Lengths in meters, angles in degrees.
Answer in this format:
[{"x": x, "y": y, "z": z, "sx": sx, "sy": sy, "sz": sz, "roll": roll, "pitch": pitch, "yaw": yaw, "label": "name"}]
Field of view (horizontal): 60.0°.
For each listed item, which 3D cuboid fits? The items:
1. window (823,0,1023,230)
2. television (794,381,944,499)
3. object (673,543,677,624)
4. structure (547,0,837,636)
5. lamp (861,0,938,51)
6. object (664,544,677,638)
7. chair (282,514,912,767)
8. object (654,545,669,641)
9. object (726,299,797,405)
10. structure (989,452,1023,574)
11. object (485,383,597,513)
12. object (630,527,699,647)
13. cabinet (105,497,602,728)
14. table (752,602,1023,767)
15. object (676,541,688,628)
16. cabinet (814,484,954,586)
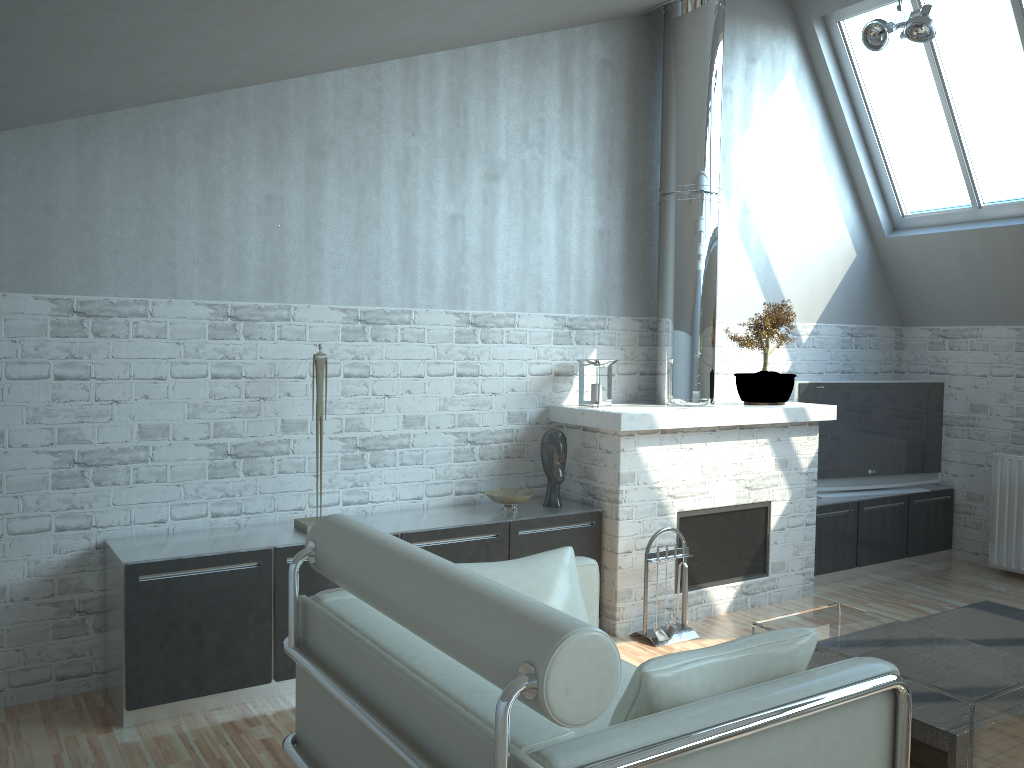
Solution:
[{"x": 6.083, "y": -3.468, "z": 10.216, "sx": 1.897, "sy": 2.787, "sz": 4.651, "roll": -1, "pitch": 3, "yaw": -33, "label": "window"}, {"x": 4.788, "y": 0.711, "z": 12.029, "sx": 2.577, "sy": 1.514, "sz": 0.592, "roll": 0, "pitch": 3, "yaw": -23, "label": "television"}, {"x": 1.645, "y": 2.031, "z": 8.972, "sx": 0.025, "sy": 0.855, "sz": 0.025, "roll": 0, "pitch": 3, "yaw": -10, "label": "object"}, {"x": 2.132, "y": -1.056, "z": 10.108, "sx": 3.302, "sy": 7.180, "sz": 1.309, "roll": -1, "pitch": 3, "yaw": -33, "label": "structure"}, {"x": 4.127, "y": -4.267, "z": 9.569, "sx": 0.619, "sy": 1.172, "sz": 0.808, "roll": -1, "pitch": 3, "yaw": -29, "label": "lamp"}, {"x": 1.593, "y": 2.073, "z": 8.874, "sx": 0.145, "sy": 0.932, "sz": 0.065, "roll": 3, "pitch": 3, "yaw": 39, "label": "object"}, {"x": 0.278, "y": 1.768, "z": 4.476, "sx": 2.201, "sy": 2.001, "sz": 2.507, "roll": -1, "pitch": 3, "yaw": -33, "label": "chair"}, {"x": 1.475, "y": 2.067, "z": 8.793, "sx": 0.131, "sy": 0.916, "sz": 0.146, "roll": -1, "pitch": 3, "yaw": -32, "label": "object"}, {"x": 2.918, "y": -0.392, "z": 10.457, "sx": 1.115, "sy": 1.265, "sz": 0.572, "roll": -1, "pitch": 3, "yaw": -29, "label": "object"}, {"x": 6.999, "y": 1.723, "z": 11.094, "sx": 0.508, "sy": 1.524, "sz": 1.892, "roll": -1, "pitch": 3, "yaw": -33, "label": "structure"}, {"x": 1.609, "y": 1.373, "z": 7.405, "sx": 1.528, "sy": 2.558, "sz": 4.859, "roll": -1, "pitch": 3, "yaw": -34, "label": "object"}, {"x": 1.561, "y": 2.012, "z": 9.018, "sx": 0.584, "sy": 1.124, "sz": 0.412, "roll": -1, "pitch": 3, "yaw": -33, "label": "object"}, {"x": -1.244, "y": 1.930, "z": 8.293, "sx": 4.572, "sy": 1.270, "sz": 0.914, "roll": -1, "pitch": 3, "yaw": -33, "label": "cabinet"}, {"x": 2.706, "y": 2.268, "z": 6.295, "sx": 1.015, "sy": 0.867, "sz": 1.726, "roll": -1, "pitch": 3, "yaw": -33, "label": "table"}, {"x": 1.741, "y": 2.038, "z": 9.034, "sx": 0.026, "sy": 0.873, "sz": 0.155, "roll": -1, "pitch": 3, "yaw": -31, "label": "object"}, {"x": 4.657, "y": 1.973, "z": 12.094, "sx": 3.234, "sy": 1.016, "sz": 0.908, "roll": -1, "pitch": 3, "yaw": -33, "label": "cabinet"}]
